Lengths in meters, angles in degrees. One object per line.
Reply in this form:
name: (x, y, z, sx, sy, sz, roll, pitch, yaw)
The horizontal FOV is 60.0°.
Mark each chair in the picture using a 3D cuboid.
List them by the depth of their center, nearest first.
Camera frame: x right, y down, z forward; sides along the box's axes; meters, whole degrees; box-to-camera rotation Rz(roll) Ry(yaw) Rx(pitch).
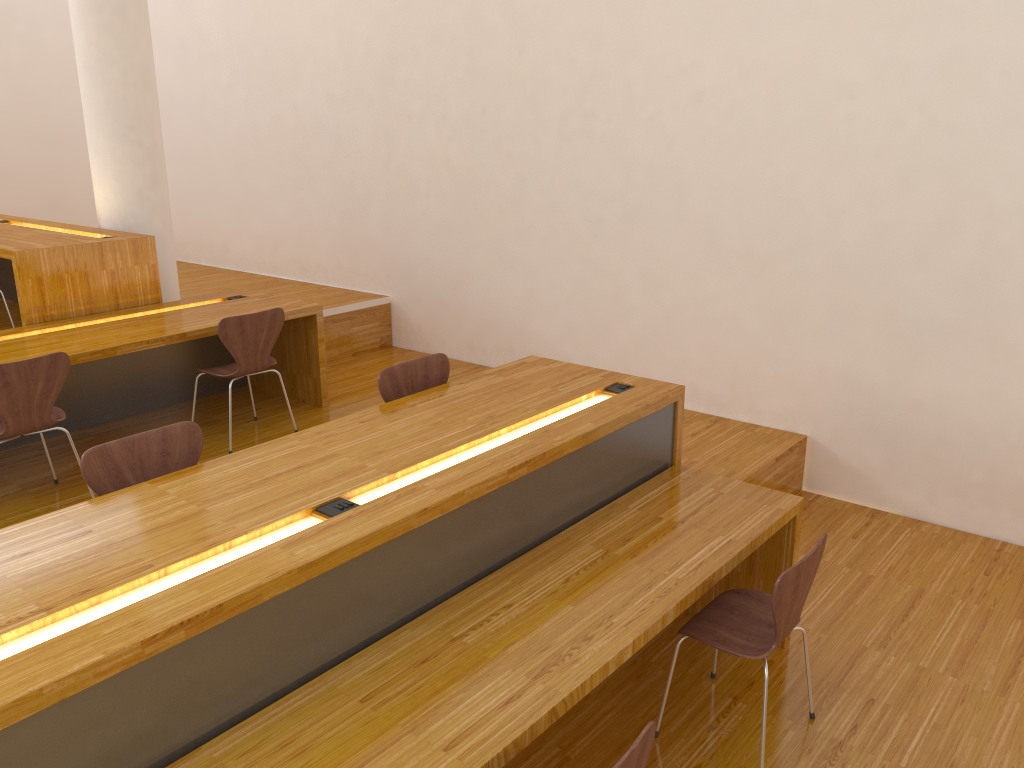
chair: (0.060, 1.052, 1.958, 0.381, 0.693, 0.428, 13, 21, 37)
chair: (-0.987, 0.513, 2.678, 0.381, 0.693, 0.428, 13, 21, 37)
chair: (0.732, 0.796, 2.816, 0.381, 0.693, 0.428, 13, 21, 37)
chair: (-0.255, 0.270, 3.489, 0.381, 0.693, 0.428, 13, 21, 37)
chair: (-2.089, 0.203, 3.733, 0.381, 0.693, 0.428, 13, 21, 37)
chair: (-1.417, -0.054, 4.591, 0.381, 0.693, 0.428, 13, 21, 37)
chair: (-3.021, -0.515, 4.866, 0.428, 0.693, 0.381, 13, 21, 37)

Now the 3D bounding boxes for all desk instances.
desk: (-0.426, 0.787, 2.468, 1.285, 0.918, 3.236, 13, 21, 37)
desk: (-2.369, 0.128, 4.160, 0.760, 0.606, 3.185, 13, 21, 37)
desk: (-3.491, -0.741, 5.764, 3.185, 0.606, 0.760, 13, 21, 37)
